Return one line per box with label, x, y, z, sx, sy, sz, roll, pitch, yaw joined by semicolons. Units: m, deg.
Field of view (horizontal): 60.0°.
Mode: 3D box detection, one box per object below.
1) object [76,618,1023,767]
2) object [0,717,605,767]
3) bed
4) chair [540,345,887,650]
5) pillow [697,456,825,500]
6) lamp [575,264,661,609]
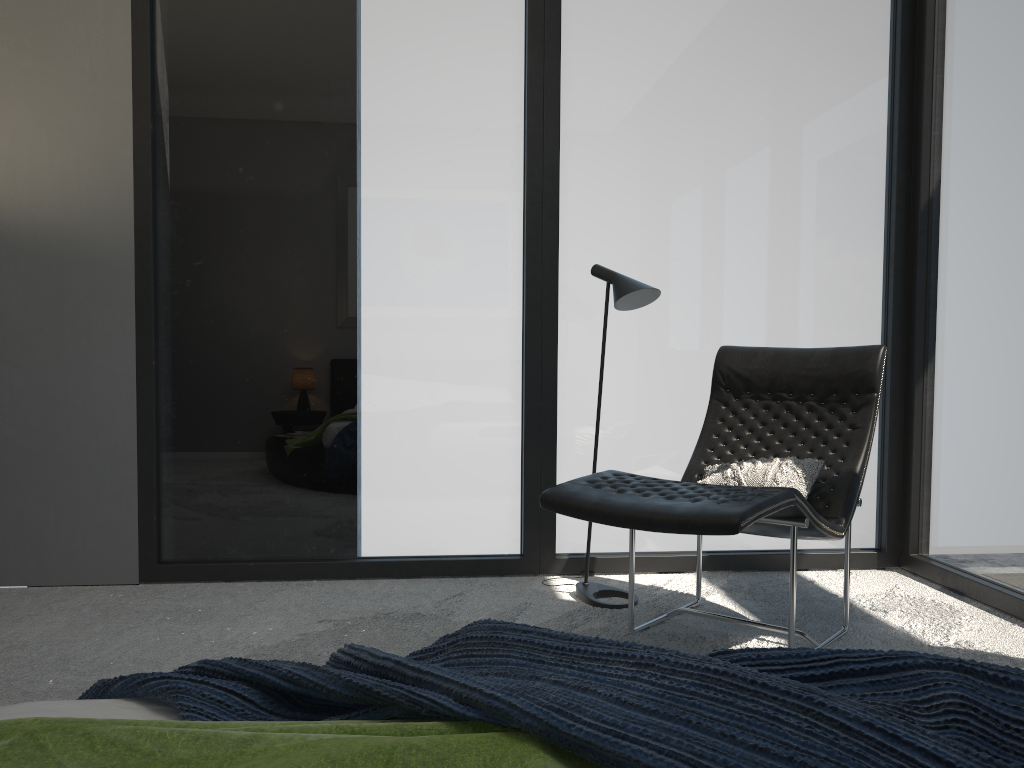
object;0.267;0.571;1.032;2.153;0.568;0.685;2;2;35
object;0.118;0.515;0.914;2.302;0.342;0.645;0;2;-7
bed;0.168;0.454;0.439;2.755;0.935;2.614;0;2;-7
chair;0.718;0.359;2.928;0.638;0.996;1.281;2;3;38
pillow;0.802;0.352;3.029;0.441;0.199;0.312;2;2;34
lamp;0.390;0.188;3.375;0.202;1.302;0.384;-2;4;-43
